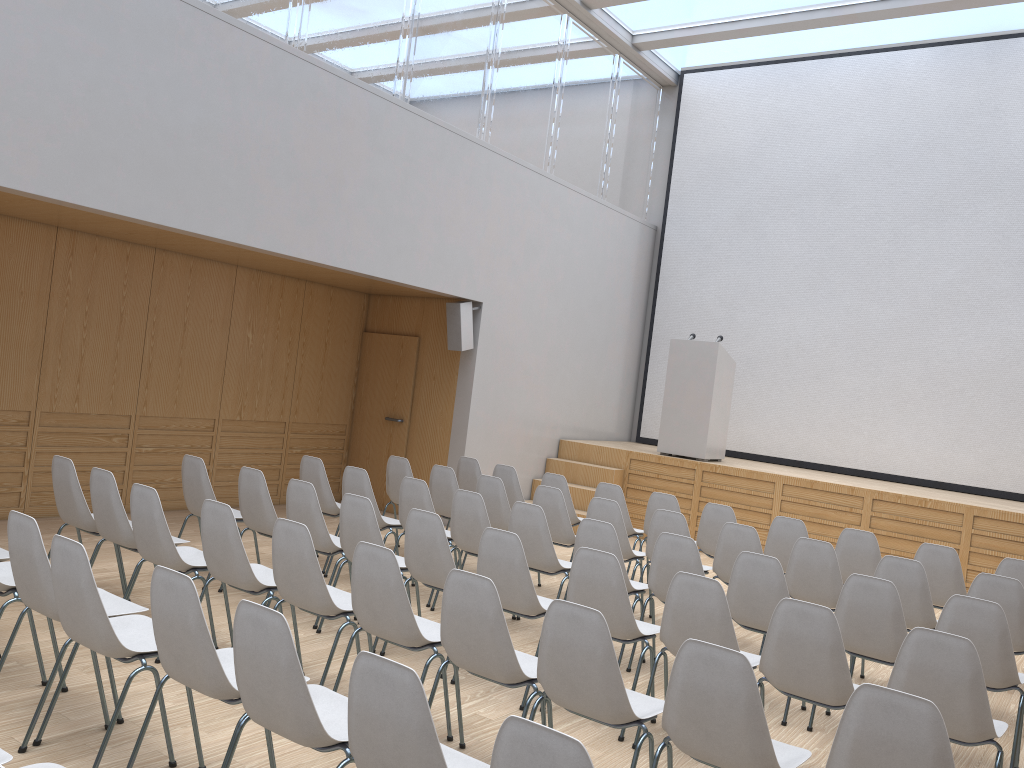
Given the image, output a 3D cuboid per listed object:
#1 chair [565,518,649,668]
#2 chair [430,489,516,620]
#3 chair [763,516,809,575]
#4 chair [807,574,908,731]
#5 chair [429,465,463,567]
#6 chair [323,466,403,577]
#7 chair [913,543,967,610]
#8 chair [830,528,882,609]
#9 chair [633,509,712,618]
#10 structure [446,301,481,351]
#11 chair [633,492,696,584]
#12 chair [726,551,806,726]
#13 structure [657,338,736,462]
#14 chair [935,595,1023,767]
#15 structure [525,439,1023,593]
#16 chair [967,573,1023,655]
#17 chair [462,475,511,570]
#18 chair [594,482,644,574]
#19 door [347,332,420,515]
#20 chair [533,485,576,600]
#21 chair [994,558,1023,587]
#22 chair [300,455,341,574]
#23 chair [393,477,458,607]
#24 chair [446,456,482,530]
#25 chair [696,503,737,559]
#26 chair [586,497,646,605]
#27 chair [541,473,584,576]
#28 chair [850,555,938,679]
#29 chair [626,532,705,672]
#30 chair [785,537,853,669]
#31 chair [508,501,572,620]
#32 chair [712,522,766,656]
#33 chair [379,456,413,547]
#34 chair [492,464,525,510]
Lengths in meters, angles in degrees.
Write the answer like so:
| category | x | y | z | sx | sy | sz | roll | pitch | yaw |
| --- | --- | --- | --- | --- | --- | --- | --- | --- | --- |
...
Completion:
| category | x | y | z | sx | sy | sz | roll | pitch | yaw |
| --- | --- | --- | --- | --- | --- | --- | --- | --- | --- |
| chair | 0.606 | 1.273 | 5.553 | 0.478 | 0.876 | 0.506 | 7 | 0 | 35 |
| chair | -0.201 | 1.174 | 6.196 | 0.478 | 0.876 | 0.506 | 7 | 0 | 35 |
| chair | 2.193 | 1.465 | 6.927 | 0.478 | 0.876 | 0.506 | 7 | 0 | 35 |
| chair | 1.925 | 1.434 | 4.725 | 0.478 | 0.876 | 0.506 | 7 | 0 | 35 |
| chair | -0.486 | 1.139 | 7.640 | 0.478 | 0.876 | 0.506 | 7 | 0 | 35 |
| chair | -1.066 | 1.069 | 6.778 | 0.478 | 0.876 | 0.506 | 7 | 0 | 35 |
| chair | 3.056 | 1.570 | 6.370 | 0.478 | 0.876 | 0.506 | 7 | 0 | 35 |
| chair | 2.629 | 1.518 | 6.692 | 0.478 | 0.876 | 0.506 | 7 | 0 | 35 |
| chair | 1.202 | 1.345 | 6.453 | 0.478 | 0.876 | 0.506 | 7 | 0 | 35 |
| structure | -0.544 | -0.622 | 9.513 | 0.196 | 0.542 | 0.368 | 7 | 0 | 35 |
| chair | 1.357 | 1.363 | 7.598 | 0.478 | 0.876 | 0.506 | 7 | 0 | 35 |
| chair | 1.434 | 1.374 | 5.021 | 0.478 | 0.876 | 0.506 | 7 | 0 | 35 |
| structure | 2.207 | 0.197 | 10.544 | 0.605 | 1.379 | 0.605 | 7 | 0 | 35 |
| chair | 2.327 | 1.483 | 4.477 | 0.478 | 0.876 | 0.506 | 7 | 0 | 35 |
| structure | 3.545 | 1.572 | 9.775 | 6.550 | 1.027 | 2.729 | 7 | 0 | 35 |
| chair | 2.886 | 1.550 | 5.292 | 0.478 | 0.876 | 0.506 | 7 | 0 | 35 |
| chair | -0.080 | 1.188 | 7.305 | 0.478 | 0.876 | 0.506 | 7 | 0 | 35 |
| chair | 0.934 | 1.311 | 7.861 | 0.478 | 0.876 | 0.506 | 7 | 0 | 35 |
| door | -1.552 | 0.429 | 10.273 | 0.873 | 2.024 | 0.108 | 7 | 0 | 35 |
| chair | 0.378 | 1.244 | 7.054 | 0.478 | 0.876 | 0.506 | 7 | 0 | 35 |
| chair | 3.483 | 1.622 | 6.104 | 0.478 | 0.876 | 0.506 | 7 | 0 | 35 |
| chair | -1.472 | 1.019 | 7.135 | 0.478 | 0.876 | 0.506 | 7 | 0 | 35 |
| chair | -0.605 | 1.125 | 6.538 | 0.478 | 0.876 | 0.506 | 7 | 0 | 35 |
| chair | -0.327 | 1.157 | 8.748 | 0.478 | 0.876 | 0.506 | 7 | 0 | 35 |
| chair | 1.742 | 1.410 | 7.270 | 0.478 | 0.876 | 0.506 | 7 | 0 | 35 |
| chair | 0.772 | 1.292 | 6.706 | 0.478 | 0.876 | 0.506 | 7 | 0 | 35 |
| chair | 0.472 | 1.255 | 8.136 | 0.478 | 0.876 | 0.506 | 7 | 0 | 35 |
| chair | 2.438 | 1.496 | 5.535 | 0.478 | 0.876 | 0.506 | 7 | 0 | 35 |
| chair | 1.052 | 1.327 | 5.362 | 0.478 | 0.876 | 0.506 | 7 | 0 | 35 |
| chair | 2.028 | 1.445 | 5.873 | 0.478 | 0.876 | 0.506 | 7 | 0 | 35 |
| chair | 0.196 | 1.223 | 5.941 | 0.478 | 0.876 | 0.506 | 7 | 0 | 35 |
| chair | 1.630 | 1.397 | 6.187 | 0.478 | 0.876 | 0.506 | 7 | 0 | 35 |
| chair | -0.901 | 1.088 | 7.965 | 0.478 | 0.876 | 0.506 | 7 | 0 | 35 |
| chair | 0.028 | 1.200 | 8.398 | 0.478 | 0.876 | 0.506 | 7 | 0 | 35 |
